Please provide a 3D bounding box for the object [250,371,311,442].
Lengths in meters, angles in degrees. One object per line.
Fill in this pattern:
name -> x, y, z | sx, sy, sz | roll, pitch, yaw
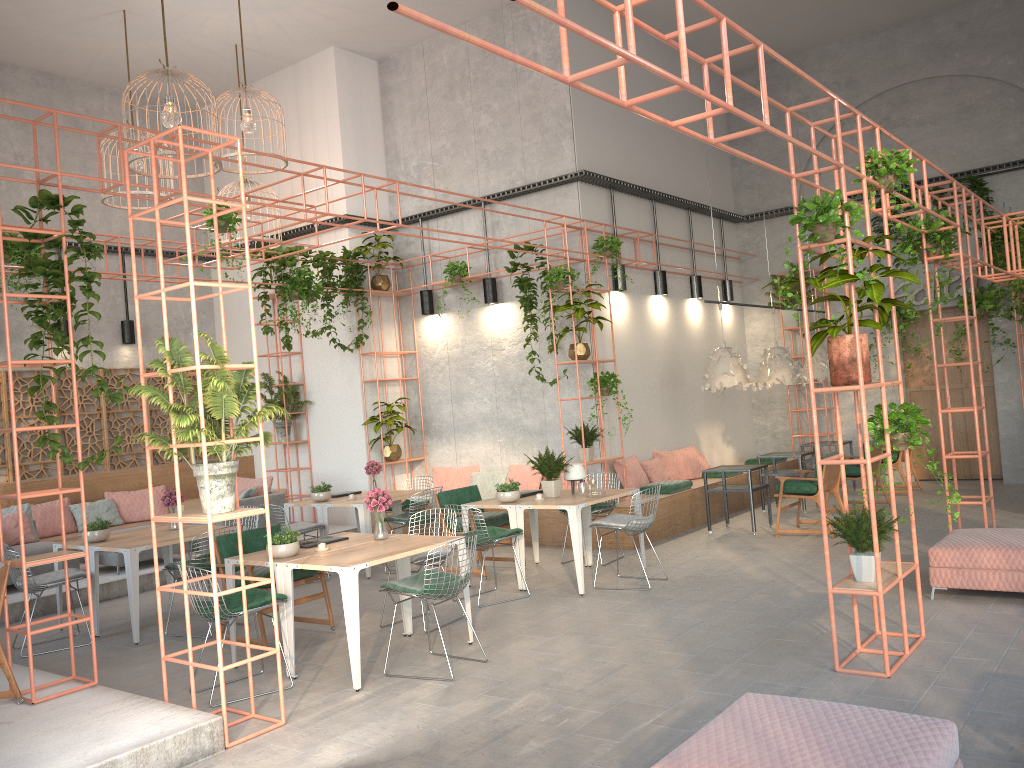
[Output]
object -> -3.571, 0.346, 13.690 | 0.900, 1.097, 0.894 | -4, -1, -24

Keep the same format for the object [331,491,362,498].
object -> -2.126, 1.381, 11.099 | 0.268, 0.031, 0.427 | -6, -1, 37

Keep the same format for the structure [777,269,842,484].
structure -> 4.966, -0.078, 14.820 | 0.630, 3.597, 0.430 | -6, -1, 37

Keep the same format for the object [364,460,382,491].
object -> -1.721, 1.154, 11.030 | 0.213, 0.414, 0.225 | -5, -1, 30

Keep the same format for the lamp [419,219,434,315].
lamp -> -1.304, -1.746, 13.174 | 0.179, 1.425, 0.185 | -6, -1, 37

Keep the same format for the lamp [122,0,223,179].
lamp -> -3.429, -3.844, 8.683 | 0.883, 3.476, 0.883 | -5, -1, 0

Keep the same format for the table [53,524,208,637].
table -> -3.739, 1.901, 8.768 | 0.694, 0.830, 1.205 | -6, -1, 37

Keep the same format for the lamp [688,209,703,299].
lamp -> 2.887, -2.075, 14.125 | 0.185, 1.425, 0.179 | -6, -1, 37

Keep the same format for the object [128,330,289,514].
object -> -1.848, 0.232, 5.397 | 0.900, 1.100, 0.894 | -4, -1, -24

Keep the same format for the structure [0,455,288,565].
structure -> -6.212, 1.814, 10.546 | 3.396, 1.111, 9.152 | -6, -1, 37

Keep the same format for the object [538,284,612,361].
object -> 0.807, -0.762, 10.947 | 0.903, 0.947, 0.934 | -5, -1, -1

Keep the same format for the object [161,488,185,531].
object -> -3.381, 1.250, 8.853 | 0.213, 0.414, 0.225 | -5, -1, 30

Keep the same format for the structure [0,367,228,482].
structure -> -7.439, 0.888, 11.817 | 0.132, 2.103, 9.782 | -6, -1, 37

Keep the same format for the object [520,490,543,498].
object -> 0.108, 1.163, 9.386 | 0.268, 0.031, 0.427 | -6, -1, 37

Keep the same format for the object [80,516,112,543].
object -> -3.934, 1.371, 8.389 | 0.247, 0.247, 0.252 | -6, -1, 37

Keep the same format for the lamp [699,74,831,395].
lamp -> 3.621, -1.947, 12.555 | 0.704, 4.052, 4.456 | -6, -1, 37

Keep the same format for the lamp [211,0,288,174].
lamp -> -3.364, -4.443, 11.002 | 0.883, 3.476, 0.883 | -5, -1, 0

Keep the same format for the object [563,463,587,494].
object -> 0.654, 0.981, 9.148 | 0.241, 0.313, 0.241 | -5, -1, -8

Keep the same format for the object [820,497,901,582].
object -> 2.233, 0.996, 5.675 | 0.438, 0.527, 0.368 | -6, -1, 37

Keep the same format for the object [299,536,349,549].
object -> -1.563, 1.283, 7.163 | 0.268, 0.031, 0.427 | -6, -1, 37

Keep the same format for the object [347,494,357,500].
object -> -1.893, 1.330, 10.469 | 0.115, 0.078, 0.115 | -6, -2, 43

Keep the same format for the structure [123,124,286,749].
structure -> -1.893, 0.306, 5.445 | 0.624, 3.602, 0.424 | -6, -1, 37

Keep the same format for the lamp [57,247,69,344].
lamp -> -6.606, -1.304, 13.028 | 0.185, 1.436, 0.185 | -4, -1, -12

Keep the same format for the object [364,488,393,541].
object -> -1.061, 1.035, 7.074 | 0.213, 0.414, 0.225 | -5, -1, 30

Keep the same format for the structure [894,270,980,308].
structure -> 6.565, -1.510, 13.833 | 1.312, 0.505, 0.063 | -6, -1, 37

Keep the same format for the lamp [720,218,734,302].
lamp -> 3.620, -2.116, 15.085 | 0.185, 1.425, 0.179 | -6, -1, 37

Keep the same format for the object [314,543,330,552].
object -> -1.450, 1.243, 6.767 | 0.115, 0.073, 0.115 | -5, -1, 32

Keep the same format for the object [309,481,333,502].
object -> -2.277, 1.276, 10.561 | 0.248, 0.247, 0.254 | -6, -1, 37

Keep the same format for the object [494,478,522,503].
object -> -0.043, 1.058, 8.849 | 0.248, 0.247, 0.254 | -6, -1, 37

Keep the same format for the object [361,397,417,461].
object -> -1.841, 0.675, 13.063 | 0.903, 0.919, 0.934 | -5, -1, 9

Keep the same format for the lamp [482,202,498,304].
lamp -> -0.348, -1.840, 12.441 | 0.179, 1.425, 0.185 | -6, -1, 37

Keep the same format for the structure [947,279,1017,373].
structure -> 7.158, -0.932, 13.528 | 0.950, 1.527, 0.921 | -6, -1, 36

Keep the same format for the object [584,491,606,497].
object -> 0.816, 1.083, 8.716 | 0.218, 0.041, 0.218 | -4, -2, -44

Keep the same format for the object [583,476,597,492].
object -> 0.814, 1.038, 9.129 | 0.165, 0.154, 0.210 | -5, -1, 27

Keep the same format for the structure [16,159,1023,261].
structure -> 0.011, -2.671, 9.342 | 15.603, 0.110, 15.203 | -6, -1, 37

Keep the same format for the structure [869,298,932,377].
structure -> 6.085, -0.848, 14.296 | 0.950, 1.527, 0.921 | -4, -1, -19

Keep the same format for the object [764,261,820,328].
object -> 4.692, -1.492, 14.838 | 0.894, 1.101, 0.900 | -5, -1, 6

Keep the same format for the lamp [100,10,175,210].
lamp -> -4.969, -4.082, 11.496 | 0.883, 3.476, 0.883 | -5, -1, 0

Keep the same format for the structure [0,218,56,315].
structure -> -6.747, -1.547, 11.623 | 0.670, 1.290, 1.434 | -6, -1, 37

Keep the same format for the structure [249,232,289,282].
structure -> -3.785, -1.934, 13.698 | 0.903, 0.803, 0.934 | -5, -1, 9

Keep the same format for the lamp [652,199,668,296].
lamp -> 2.162, -2.033, 13.174 | 0.185, 1.425, 0.179 | -6, -1, 37

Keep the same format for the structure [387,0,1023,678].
structure -> 4.580, -0.233, 6.320 | 4.157, 4.247, 14.689 | -6, -1, 37

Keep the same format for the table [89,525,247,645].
table -> -3.187, 1.847, 8.350 | 0.694, 0.830, 1.214 | -6, -1, 37

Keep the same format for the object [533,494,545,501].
object -> 0.270, 1.119, 8.810 | 0.115, 0.078, 0.115 | -6, -2, 43

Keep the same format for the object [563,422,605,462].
object -> 0.896, 0.705, 11.046 | 0.438, 0.527, 0.368 | -6, -1, 37

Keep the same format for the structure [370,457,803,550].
structure -> 1.438, 1.754, 13.991 | 4.386, 0.500, 5.831 | -6, -1, 37

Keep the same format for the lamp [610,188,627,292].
lamp -> 1.430, -1.991, 12.213 | 0.185, 1.425, 0.179 | -6, -1, 37

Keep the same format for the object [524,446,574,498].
object -> 0.371, 0.883, 8.971 | 0.438, 0.527, 0.368 | -6, -1, 37

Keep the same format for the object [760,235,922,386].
object -> 2.114, -0.468, 5.590 | 0.924, 0.946, 0.923 | -5, -1, 3

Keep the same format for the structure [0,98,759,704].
structure -> -0.474, -0.261, 12.176 | 4.501, 4.345, 14.096 | -6, -1, 36

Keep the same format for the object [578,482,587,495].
object -> 0.713, 1.056, 8.937 | 0.095, 0.119, 0.095 | -4, -1, -28

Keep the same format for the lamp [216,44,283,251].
lamp -> -3.898, -3.725, 12.809 | 0.883, 3.476, 0.883 | -5, -1, 0

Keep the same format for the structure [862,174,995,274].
structure -> 6.436, -2.342, 13.761 | 1.939, 1.514, 0.856 | -5, -1, 31

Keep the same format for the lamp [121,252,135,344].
lamp -> -6.013, -1.338, 13.806 | 0.185, 1.436, 0.179 | -6, -1, 37

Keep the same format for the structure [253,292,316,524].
structure -> -3.561, 0.403, 13.808 | 0.624, 3.596, 0.424 | -6, -1, 37

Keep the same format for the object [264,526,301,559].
object -> -1.714, 1.178, 6.626 | 0.247, 0.247, 0.252 | -6, -1, 37
